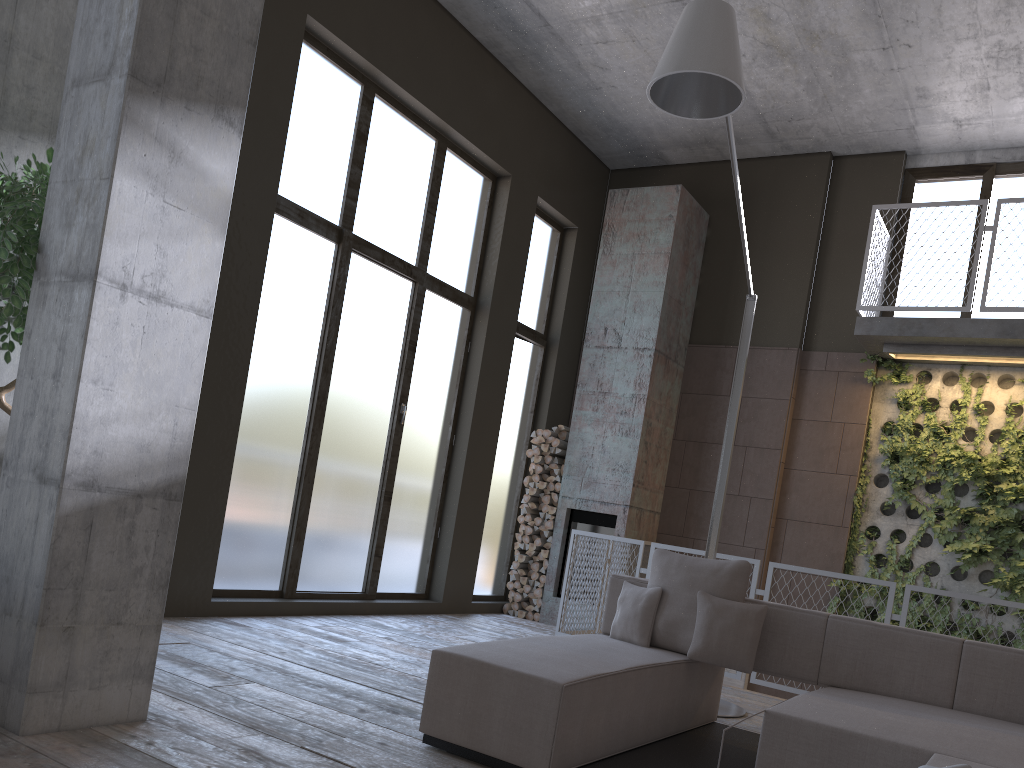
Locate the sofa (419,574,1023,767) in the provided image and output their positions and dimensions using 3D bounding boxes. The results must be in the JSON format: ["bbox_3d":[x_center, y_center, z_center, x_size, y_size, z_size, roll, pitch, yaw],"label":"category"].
[{"bbox_3d":[1.138,1.319,3.345,2.974,0.780,3.067,4,-10,33],"label":"sofa"}]

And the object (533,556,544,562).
[{"bbox_3d":[0.338,1.868,9.314,0.088,0.056,0.338,5,-9,34],"label":"object"}]

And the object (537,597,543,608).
[{"bbox_3d":[0.382,2.306,9.241,0.063,0.124,0.370,8,-7,35],"label":"object"}]

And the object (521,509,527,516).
[{"bbox_3d":[0.233,1.414,9.468,0.066,0.084,0.433,7,-8,35],"label":"object"}]

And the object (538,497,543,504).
[{"bbox_3d":[0.401,1.280,9.460,0.103,0.101,0.297,6,-8,34],"label":"object"}]

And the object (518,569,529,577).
[{"bbox_3d":[0.215,2.041,9.445,0.114,0.079,0.443,5,-9,34],"label":"object"}]

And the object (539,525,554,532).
[{"bbox_3d":[0.429,1.544,9.316,0.121,0.067,0.370,5,-9,34],"label":"object"}]

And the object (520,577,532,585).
[{"bbox_3d":[0.246,2.112,9.389,0.093,0.083,0.488,6,-9,34],"label":"object"}]

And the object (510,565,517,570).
[{"bbox_3d":[0.128,1.981,9.493,0.066,0.070,0.431,7,-8,34],"label":"object"}]

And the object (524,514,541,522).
[{"bbox_3d":[0.293,1.460,9.451,0.090,0.089,0.463,6,-8,34],"label":"object"}]

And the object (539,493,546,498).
[{"bbox_3d":[0.409,1.205,9.369,0.064,0.074,0.366,7,-8,35],"label":"object"}]

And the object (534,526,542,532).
[{"bbox_3d":[0.344,1.552,9.374,0.064,0.074,0.366,7,-8,31],"label":"object"}]

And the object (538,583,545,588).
[{"bbox_3d":[0.361,2.114,9.189,0.062,0.047,0.255,6,-9,32],"label":"object"}]

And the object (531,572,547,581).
[{"bbox_3d":[0.356,2.051,9.336,0.091,0.093,0.445,6,-8,34],"label":"object"}]

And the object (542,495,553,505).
[{"bbox_3d":[0.429,1.232,9.286,0.097,0.106,0.299,7,-8,32],"label":"object"}]

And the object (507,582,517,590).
[{"bbox_3d":[0.098,2.187,9.492,0.091,0.091,0.445,6,-8,34],"label":"object"}]

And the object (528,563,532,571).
[{"bbox_3d":[0.286,1.984,9.459,0.103,0.101,0.297,6,-8,34],"label":"object"}]

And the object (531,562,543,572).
[{"bbox_3d":[0.314,1.936,9.285,0.097,0.106,0.299,7,-8,32],"label":"object"}]

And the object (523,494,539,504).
[{"bbox_3d":[0.281,1.255,9.438,0.090,0.089,0.463,6,-8,35],"label":"object"}]

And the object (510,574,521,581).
[{"bbox_3d":[0.129,2.072,9.364,0.071,0.072,0.430,6,-8,34],"label":"object"}]

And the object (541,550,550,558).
[{"bbox_3d":[0.466,1.807,9.282,0.093,0.083,0.488,6,-9,34],"label":"object"}]

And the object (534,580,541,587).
[{"bbox_3d":[0.377,2.129,9.307,0.067,0.066,0.430,6,-9,34],"label":"object"}]

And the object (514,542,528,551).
[{"bbox_3d":[0.170,1.761,9.502,0.079,0.106,0.444,7,-8,33],"label":"object"}]

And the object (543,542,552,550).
[{"bbox_3d":[0.485,1.733,9.306,0.114,0.079,0.443,6,-9,32],"label":"object"}]

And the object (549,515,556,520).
[{"bbox_3d":[0.476,1.410,9.190,0.062,0.047,0.255,6,-9,32],"label":"object"}]

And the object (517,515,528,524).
[{"bbox_3d":[0.213,1.483,9.494,0.091,0.091,0.445,6,-8,34],"label":"object"}]

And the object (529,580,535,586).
[{"bbox_3d":[0.309,2.126,9.350,0.066,0.067,0.430,6,-9,34],"label":"object"}]

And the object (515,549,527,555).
[{"bbox_3d":[0.149,1.862,9.518,0.069,0.117,0.371,8,-7,33],"label":"object"}]

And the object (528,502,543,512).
[{"bbox_3d":[0.330,1.337,9.446,0.114,0.079,0.443,5,-9,34],"label":"object"}]

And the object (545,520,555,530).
[{"bbox_3d":[0.458,1.483,9.195,0.100,0.102,0.298,7,-8,32],"label":"object"}]

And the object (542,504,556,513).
[{"bbox_3d":[0.471,1.347,9.337,0.091,0.093,0.445,6,-8,34],"label":"object"}]

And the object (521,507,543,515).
[{"bbox_3d":[0.244,1.367,9.365,0.071,0.072,0.430,6,-8,34],"label":"object"}]

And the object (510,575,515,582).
[{"bbox_3d":[0.118,2.118,9.467,0.066,0.084,0.433,7,-8,35],"label":"object"}]

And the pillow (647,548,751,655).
[{"bbox_3d":[0.964,1.185,4.742,0.558,0.554,0.224,6,-3,35],"label":"pillow"}]

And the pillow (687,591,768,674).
[{"bbox_3d":[1.109,1.278,4.516,0.375,0.370,0.170,9,-2,6],"label":"pillow"}]

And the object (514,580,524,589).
[{"bbox_3d":[0.178,2.164,9.450,0.090,0.089,0.463,6,-8,34],"label":"object"}]

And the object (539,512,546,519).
[{"bbox_3d":[0.424,1.422,9.351,0.066,0.067,0.430,6,-9,34],"label":"object"}]

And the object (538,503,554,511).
[{"bbox_3d":[0.423,1.333,9.400,0.100,0.086,0.369,6,-9,34],"label":"object"}]

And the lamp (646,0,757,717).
[{"bbox_3d":[1.126,0.237,4.941,0.750,3.405,2.666,9,-3,21],"label":"lamp"}]

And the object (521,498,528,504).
[{"bbox_3d":[0.243,1.277,9.494,0.066,0.070,0.431,7,-8,34],"label":"object"}]

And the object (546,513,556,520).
[{"bbox_3d":[0.492,1.425,9.308,0.067,0.066,0.430,6,-9,34],"label":"object"}]

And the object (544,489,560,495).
[{"bbox_3d":[0.453,1.164,9.315,0.088,0.056,0.338,5,-9,34],"label":"object"}]

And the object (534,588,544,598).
[{"bbox_3d":[0.343,2.187,9.194,0.100,0.102,0.298,7,-8,32],"label":"object"}]

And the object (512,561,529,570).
[{"bbox_3d":[0.166,1.959,9.437,0.090,0.089,0.463,6,-8,35],"label":"object"}]

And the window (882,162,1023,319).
[{"bbox_3d":[5.210,-1.123,7.632,3.538,1.740,0.111,5,-2,33],"label":"window"}]

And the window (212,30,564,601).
[{"bbox_3d":[-2.138,-0.645,5.751,0.207,4.138,9.374,9,-6,32],"label":"window"}]

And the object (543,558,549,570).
[{"bbox_3d":[0.447,1.911,9.242,0.063,0.124,0.370,8,-7,35],"label":"object"}]

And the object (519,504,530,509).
[{"bbox_3d":[0.226,1.339,9.466,0.121,0.067,0.370,5,-9,32],"label":"object"}]

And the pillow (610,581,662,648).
[{"bbox_3d":[0.681,1.288,4.872,0.152,0.374,0.368,10,-4,-24],"label":"pillow"}]
